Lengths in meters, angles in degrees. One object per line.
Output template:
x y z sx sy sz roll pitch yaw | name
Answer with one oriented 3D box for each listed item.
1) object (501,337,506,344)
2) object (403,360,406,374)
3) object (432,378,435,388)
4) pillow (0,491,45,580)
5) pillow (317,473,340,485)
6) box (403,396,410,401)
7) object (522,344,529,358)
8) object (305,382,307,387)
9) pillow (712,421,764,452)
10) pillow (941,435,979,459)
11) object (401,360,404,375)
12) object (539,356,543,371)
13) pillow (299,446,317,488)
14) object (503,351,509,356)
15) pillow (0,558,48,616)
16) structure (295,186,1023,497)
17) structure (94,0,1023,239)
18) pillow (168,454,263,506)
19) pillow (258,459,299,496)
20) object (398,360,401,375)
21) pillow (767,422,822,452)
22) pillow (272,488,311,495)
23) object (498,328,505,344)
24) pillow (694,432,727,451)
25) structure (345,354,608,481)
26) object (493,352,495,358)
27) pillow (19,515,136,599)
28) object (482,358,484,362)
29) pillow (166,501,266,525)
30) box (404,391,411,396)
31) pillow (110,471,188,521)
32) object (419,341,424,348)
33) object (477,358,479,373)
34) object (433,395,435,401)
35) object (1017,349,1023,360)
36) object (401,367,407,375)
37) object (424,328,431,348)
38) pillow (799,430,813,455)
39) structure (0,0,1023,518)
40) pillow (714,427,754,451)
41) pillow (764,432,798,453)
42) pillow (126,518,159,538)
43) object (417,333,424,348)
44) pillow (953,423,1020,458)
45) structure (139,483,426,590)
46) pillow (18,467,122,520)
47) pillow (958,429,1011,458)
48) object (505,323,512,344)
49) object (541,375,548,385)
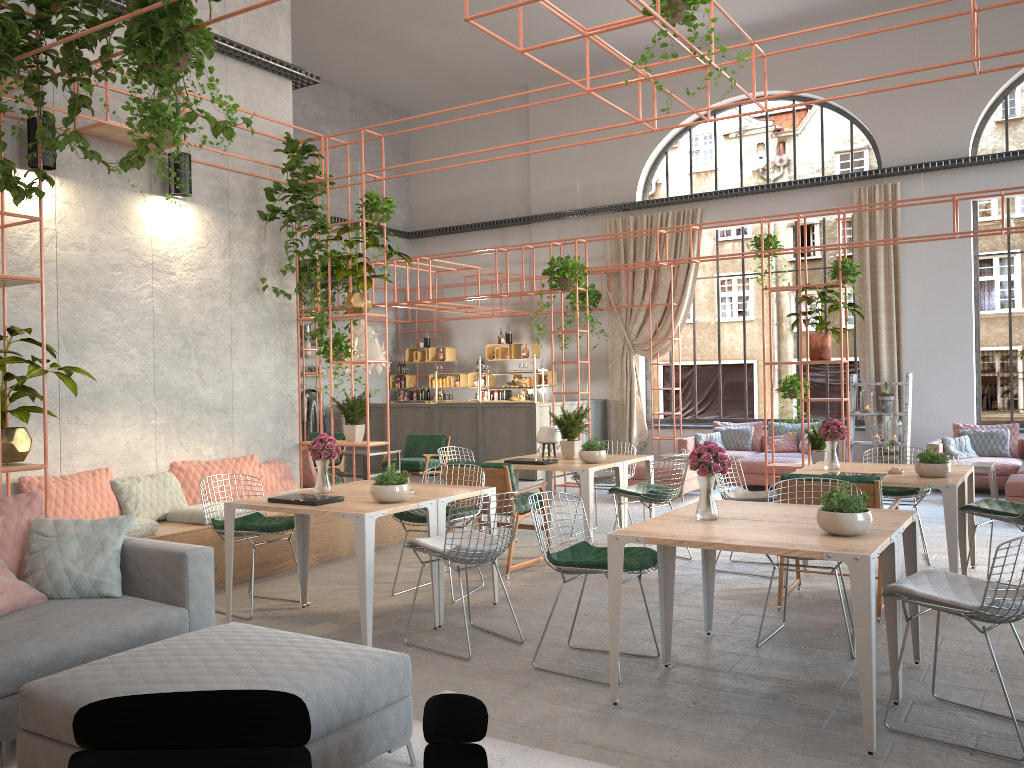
-0.160 -0.808 16.507 0.088 0.123 0.088 -1 0 -2 | object
-2.180 -0.334 17.967 0.066 0.291 0.066 -1 0 -18 | object
-1.528 -0.013 17.358 0.069 0.191 0.069 -1 0 -16 | object
-2.487 0.770 4.006 0.273 0.476 0.836 -1 0 32 | pillow
-2.282 1.061 9.745 0.637 0.149 0.491 -1 0 33 | pillow
-2.109 0.288 17.728 0.122 0.093 0.058 -1 0 32 | box
0.250 -0.603 16.372 0.137 0.261 0.137 -1 0 -22 | object
-3.741 0.017 15.980 0.049 0.121 0.093 -1 0 34 | object
3.599 0.839 14.239 0.839 0.474 0.276 -1 0 32 | pillow
6.148 0.876 12.118 0.500 0.324 0.307 -1 0 -23 | pillow
-2.225 -0.333 17.900 0.066 0.291 0.066 -1 0 39 | object
0.537 -0.373 16.248 0.075 0.273 0.075 -1 0 21 | object
-2.418 0.879 9.329 0.839 0.474 0.276 -1 0 22 | pillow
-0.104 -0.537 16.520 0.141 0.142 0.123 -1 0 32 | object
-2.322 0.833 3.764 0.441 0.317 0.479 -1 0 13 | pillow
2.799 -0.317 12.913 14.689 4.247 4.157 -1 0 32 | structure
0.200 -3.124 8.297 15.203 0.110 15.603 -1 0 32 | structure
-2.608 0.884 7.829 0.839 0.474 0.276 -1 0 -38 | pillow
-2.285 0.925 8.387 0.289 0.385 0.666 -1 0 27 | pillow
-2.265 -0.332 17.834 0.066 0.291 0.066 -1 0 2 | object
4.362 0.828 13.750 0.836 0.476 0.273 -1 0 32 | pillow
-1.906 1.057 8.232 0.491 0.149 0.637 -1 0 33 | pillow
-0.204 -0.897 16.743 0.134 0.301 0.134 -1 0 21 | object
3.150 0.930 13.989 0.500 0.324 0.307 -1 0 -23 | pillow
-0.655 0.548 16.241 4.057 2.022 2.579 -1 0 32 | structure
-0.314 -0.537 16.735 0.097 0.148 0.097 -1 0 28 | object
-2.037 0.808 4.117 0.495 0.349 0.308 -1 0 -8 | pillow
-0.551 -0.363 16.951 0.066 0.291 0.066 -1 0 -18 | object
-2.445 1.069 7.369 0.491 0.149 0.637 -1 0 33 | pillow
-2.091 0.194 17.763 0.122 0.093 0.058 -1 0 43 | box
-2.964 0.940 7.299 0.289 0.385 0.666 -1 0 27 | pillow
-1.788 -0.779 17.524 0.088 0.123 0.088 -1 0 -2 | object
-0.637 -0.361 16.817 0.066 0.291 0.066 -1 0 2 | object
-1.479 0.270 17.353 0.115 0.107 0.115 -1 0 -1 | object
4.323 -0.383 6.584 0.894 1.100 0.900 -1 0 -29 | object
-2.165 -0.262 17.790 0.115 0.147 0.115 -1 0 -13 | object
-1.689 -0.912 17.628 0.134 0.386 0.134 -1 0 -24 | object
4.474 0.872 13.300 0.308 0.349 0.495 -1 0 -8 | pillow
-2.559 -0.762 7.352 14.096 4.345 4.501 -1 0 31 | structure
3.509 0.873 14.119 0.666 0.385 0.289 -1 0 32 | pillow
4.121 0.897 13.586 0.479 0.317 0.441 -1 0 13 | pillow
-3.000 1.081 6.479 0.491 0.149 0.637 -1 0 33 | pillow
-1.832 -0.868 17.760 0.134 0.301 0.134 -1 0 21 | object
6.597 0.785 12.367 0.839 0.474 0.276 -1 0 32 | pillow
-4.529 1.403 8.913 5.831 0.500 4.386 -1 0 32 | structure
-3.323 0.900 6.765 0.276 0.474 0.839 -1 0 22 | pillow
6.507 0.819 12.247 0.666 0.385 0.289 -1 0 32 | pillow
-0.061 -0.941 16.611 0.134 0.386 0.134 -1 0 21 | object
0.600 -0.059 16.080 0.131 0.207 0.131 -1 0 -13 | object
